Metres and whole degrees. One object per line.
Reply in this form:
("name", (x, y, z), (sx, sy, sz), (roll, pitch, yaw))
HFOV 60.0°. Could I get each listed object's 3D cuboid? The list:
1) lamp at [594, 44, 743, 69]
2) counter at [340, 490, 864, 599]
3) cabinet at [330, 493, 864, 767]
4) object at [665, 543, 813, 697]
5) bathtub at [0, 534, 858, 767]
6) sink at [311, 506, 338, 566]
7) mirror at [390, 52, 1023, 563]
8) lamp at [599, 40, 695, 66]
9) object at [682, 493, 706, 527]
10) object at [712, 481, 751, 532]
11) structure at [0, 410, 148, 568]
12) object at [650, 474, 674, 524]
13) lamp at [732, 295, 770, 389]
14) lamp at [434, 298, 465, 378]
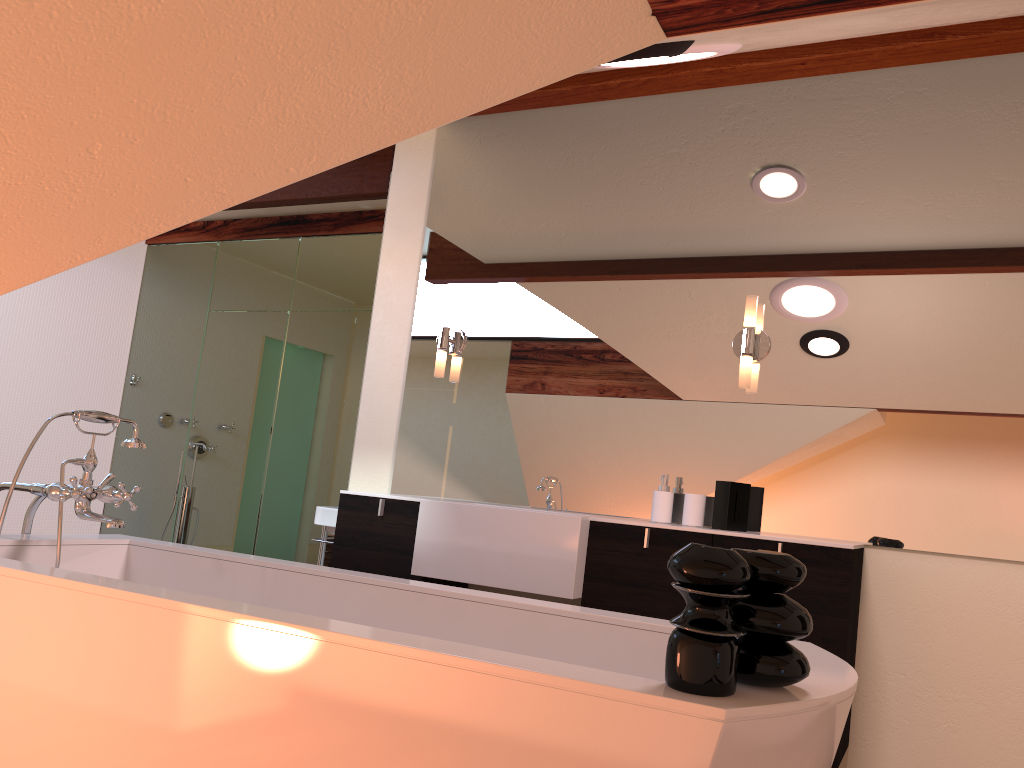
("lamp", (0.358, -0.869, 2.109), (0.369, 0.171, 0.330), (3, -8, 22))
("counter", (0.214, 0.658, 3.109), (1.854, 0.295, 0.444), (2, -8, 27))
("cabinet", (0.192, 0.984, 3.104), (1.854, 0.919, 0.388), (3, -7, 27))
("object", (0.335, 0.386, 1.333), (0.277, 0.228, 0.156), (11, -7, -33))
("bathtub", (-0.461, 0.843, 1.915), (2.214, 0.691, 0.803), (2, -8, 27))
("sink", (-0.713, 1.077, 4.317), (0.346, 0.782, 0.684), (3, -7, 27))
("mirror", (1.028, -0.328, 3.110), (3.231, 1.837, 0.011), (3, -6, 27))
("lamp", (0.244, -0.748, 1.786), (0.246, 0.129, 0.215), (3, -8, 22))
("object", (0.627, 0.484, 3.054), (0.073, 0.122, 0.074), (4, -6, 22))
("object", (0.730, 0.452, 2.950), (0.117, 0.177, 0.067), (11, -8, -40))
("structure", (-1.282, 0.629, 2.381), (0.553, 1.116, 0.386), (1, -8, 41))
("object", (0.531, 0.449, 3.128), (0.080, 0.190, 0.074), (9, -6, -23))
("lamp", (0.837, -0.161, 3.126), (0.131, 0.364, 0.084), (3, -6, 27))
("lamp", (-0.273, -0.207, 3.681), (0.131, 0.364, 0.084), (3, -6, 27))
